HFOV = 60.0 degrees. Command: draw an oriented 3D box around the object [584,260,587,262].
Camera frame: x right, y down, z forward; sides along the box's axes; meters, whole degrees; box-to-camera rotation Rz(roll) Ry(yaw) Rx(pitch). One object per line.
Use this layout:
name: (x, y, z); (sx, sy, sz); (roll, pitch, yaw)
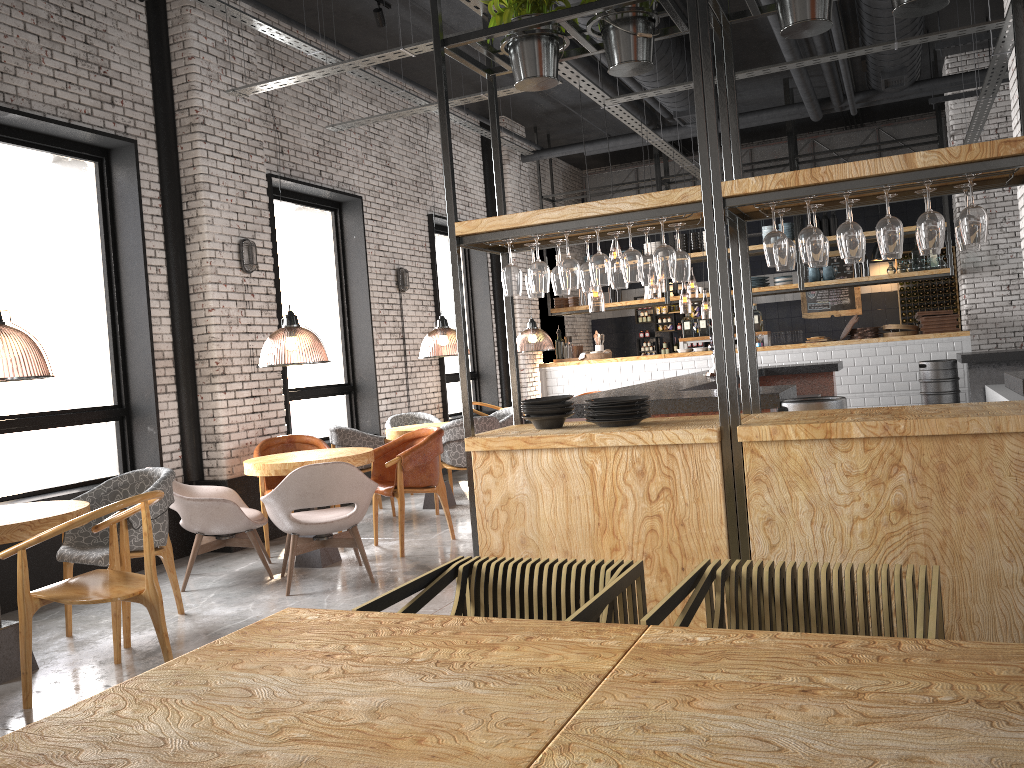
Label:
object: (1.342, -1.912, 13.782); (0.454, 0.038, 0.454); (-4, 1, 1)

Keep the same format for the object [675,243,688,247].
object: (2.537, -2.047, 13.257); (0.197, 0.102, 0.196); (-5, 1, -37)

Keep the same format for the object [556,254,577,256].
object: (0.857, -2.022, 13.990); (0.334, 0.039, 0.335); (-4, 1, 15)

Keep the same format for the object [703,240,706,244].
object: (2.925, -2.074, 13.081); (0.196, 0.104, 0.196); (-5, 1, -31)

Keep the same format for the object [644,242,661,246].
object: (2.161, -2.110, 13.415); (0.335, 0.039, 0.335); (-5, 1, -2)

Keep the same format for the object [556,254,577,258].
object: (0.858, -2.002, 13.991); (0.334, 0.042, 0.335); (-4, 2, 20)

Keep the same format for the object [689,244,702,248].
object: (2.734, -2.016, 13.172); (0.196, 0.101, 0.197); (-3, 2, 43)

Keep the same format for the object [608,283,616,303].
object: (1.558, -1.479, 13.865); (0.098, 0.471, 0.098); (-4, 0, 1)

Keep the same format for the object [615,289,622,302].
object: (1.657, -1.486, 13.822); (0.098, 0.471, 0.098); (-4, 0, 1)

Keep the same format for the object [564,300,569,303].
object: (0.871, -1.302, 14.157); (0.157, 0.053, 0.168); (-4, 1, 24)

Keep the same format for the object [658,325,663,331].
object: (2.756, -1.042, 16.453); (0.092, 0.112, 0.100); (-4, 1, 10)

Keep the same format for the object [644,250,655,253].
object: (2.169, -1.997, 13.414); (0.335, 0.040, 0.334); (-5, 2, -21)

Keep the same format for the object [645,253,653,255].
object: (2.172, -1.959, 13.415); (0.335, 0.040, 0.335); (-5, 1, -12)

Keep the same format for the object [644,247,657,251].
object: (2.166, -2.032, 13.414); (0.334, 0.043, 0.335); (-4, 1, 7)

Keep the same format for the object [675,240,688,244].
object: (2.534, -2.091, 13.256); (0.196, 0.100, 0.196); (-5, 1, -11)

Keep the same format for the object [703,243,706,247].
object: (2.926, -2.029, 13.083); (0.196, 0.104, 0.196); (-5, 1, 0)

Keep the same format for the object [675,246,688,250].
object: (2.539, -2.003, 13.258); (0.196, 0.104, 0.196); (-5, 1, -12)

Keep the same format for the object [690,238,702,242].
object: (2.726, -2.104, 13.169); (0.196, 0.102, 0.196); (-4, 1, 34)

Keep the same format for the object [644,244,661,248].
object: (2.163, -2.071, 13.415); (0.335, 0.044, 0.334); (-5, 1, -6)

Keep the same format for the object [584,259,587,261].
object: (1.339, -1.935, 13.781); (0.454, 0.043, 0.454); (-4, 2, 29)

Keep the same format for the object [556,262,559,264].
object: (0.865, -1.909, 13.991); (0.335, 0.038, 0.334); (-6, 2, -41)

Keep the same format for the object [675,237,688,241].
object: (2.534, -2.136, 13.251); (0.197, 0.107, 0.196); (-5, 1, -38)

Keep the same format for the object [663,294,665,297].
object: (2.312, -1.402, 13.528); (0.203, 0.213, 0.203); (-5, 1, -29)

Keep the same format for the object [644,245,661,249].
object: (2.165, -2.052, 13.415); (0.335, 0.041, 0.334); (-5, 1, -7)

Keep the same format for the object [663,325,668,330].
object: (2.853, -1.047, 16.411); (0.089, 0.108, 0.106); (-5, 1, -16)

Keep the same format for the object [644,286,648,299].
object: (2.041, -1.451, 13.411); (0.127, 0.360, 0.132); (-5, 1, -41)

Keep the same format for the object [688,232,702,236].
object: (2.721, -2.193, 13.172); (0.196, 0.103, 0.196); (-5, 1, 0)

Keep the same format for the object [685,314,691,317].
object: (3.220, -1.262, 16.242); (0.089, 0.108, 0.106); (-5, 1, -16)

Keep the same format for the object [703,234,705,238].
object: (2.919, -2.161, 13.083); (0.196, 0.100, 0.196); (-4, 1, 20)

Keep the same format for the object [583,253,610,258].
object: (1.335, -1.983, 13.780); (0.454, 0.050, 0.454); (-3, 2, 37)

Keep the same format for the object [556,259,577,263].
object: (0.863, -1.925, 13.992); (0.335, 0.043, 0.334); (-5, 2, -27)

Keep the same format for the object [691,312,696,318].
object: (3.309, -1.270, 16.202); (0.092, 0.112, 0.100); (-4, 1, 10)

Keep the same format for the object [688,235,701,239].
object: (2.723, -2.148, 13.169); (0.196, 0.102, 0.196); (-4, 1, 17)

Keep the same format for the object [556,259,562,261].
object: (0.863, -1.944, 13.990); (0.334, 0.038, 0.335); (-3, 2, 44)

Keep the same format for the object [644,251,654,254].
object: (2.171, -1.978, 13.415); (0.335, 0.039, 0.334); (-5, 1, -10)

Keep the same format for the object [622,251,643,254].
object: (1.783, -1.990, 13.583); (0.454, 0.050, 0.454); (-5, 1, -1)

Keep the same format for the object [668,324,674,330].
object: (2.937, -1.052, 16.375); (0.092, 0.108, 0.105); (-4, 1, 35)

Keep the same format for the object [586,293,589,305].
object: (1.212, -1.358, 13.767); (0.118, 0.293, 0.169); (-4, 1, 29)

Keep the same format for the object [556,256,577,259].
object: (0.859, -1.983, 13.991); (0.334, 0.040, 0.335); (-4, 1, 14)

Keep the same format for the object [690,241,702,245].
object: (2.731, -2.061, 13.166); (0.196, 0.107, 0.196); (-5, 1, -5)

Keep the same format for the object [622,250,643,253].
object: (1.782, -2.012, 13.584); (0.454, 0.039, 0.454); (-3, 2, 43)

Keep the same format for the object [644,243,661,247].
object: (2.161, -2.090, 13.414); (0.334, 0.039, 0.335); (-5, 1, -1)

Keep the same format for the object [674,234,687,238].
object: (2.525, -2.180, 13.258); (0.197, 0.105, 0.196); (-6, 2, -45)

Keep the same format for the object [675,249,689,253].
object: (2.544, -1.959, 13.258); (0.196, 0.102, 0.197); (-4, 1, 36)

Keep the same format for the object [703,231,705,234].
object: (2.917, -2.206, 13.086); (0.196, 0.103, 0.196); (-4, 1, 2)

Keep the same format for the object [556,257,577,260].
object: (0.861, -1.963, 13.991); (0.335, 0.035, 0.335); (-5, 1, 0)

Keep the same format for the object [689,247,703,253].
object: (2.738, -1.972, 13.174); (0.196, 0.104, 0.196); (-5, 1, -30)

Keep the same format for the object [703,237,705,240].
object: (2.922, -2.118, 13.087); (0.196, 0.103, 0.196); (-4, 2, 40)

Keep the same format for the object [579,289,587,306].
object: (1.109, -1.338, 13.696); (0.152, 0.264, 0.106); (-5, 1, -39)

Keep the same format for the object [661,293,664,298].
object: (2.198, -1.437, 13.357); (0.196, 0.305, 0.196); (-5, 1, -29)

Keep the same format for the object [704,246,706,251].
object: (2.932, -1.985, 13.081); (0.196, 0.105, 0.196); (-4, 1, 2)

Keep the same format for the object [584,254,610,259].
object: (1.337, -1.959, 13.782); (0.453, 0.047, 0.454); (-4, 2, 21)

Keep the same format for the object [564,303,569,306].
object: (0.874, -1.267, 14.157); (0.157, 0.053, 0.168); (-4, 1, 24)

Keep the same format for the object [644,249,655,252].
object: (2.168, -2.013, 13.415); (0.334, 0.039, 0.335); (-4, 2, 32)
